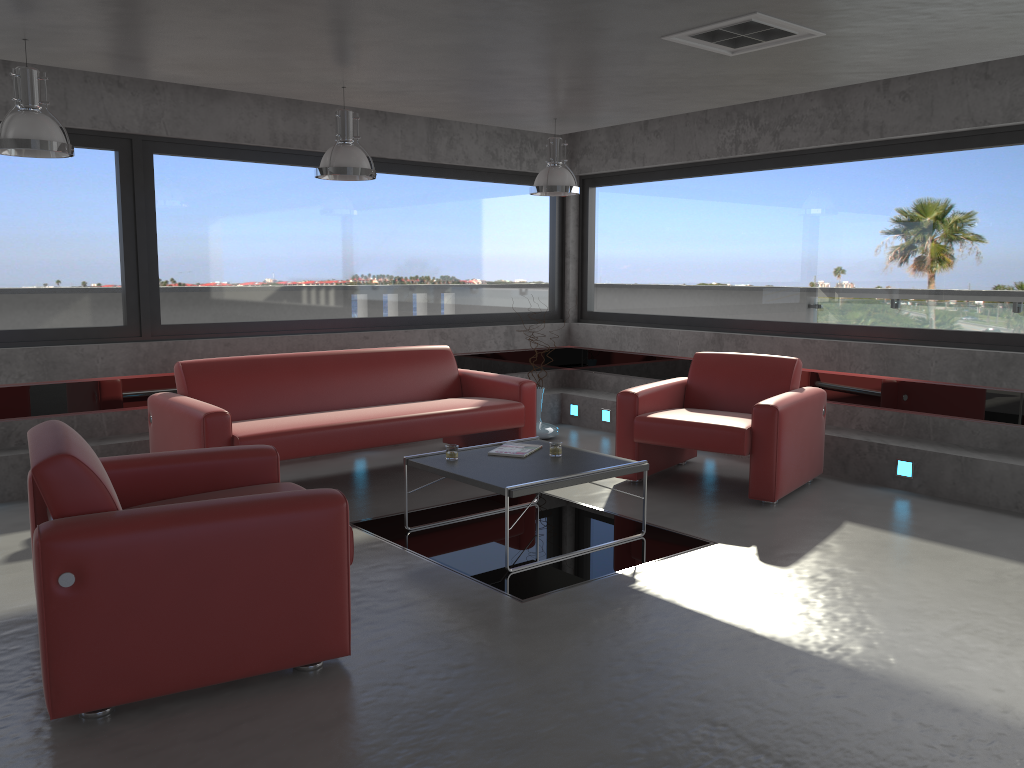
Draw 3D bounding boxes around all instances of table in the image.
[{"bbox_3d":[0.071,0.640,5.064,1.018,0.436,0.994,-6,9,-39],"label":"table"}]

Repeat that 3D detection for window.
[{"bbox_3d":[-2.574,-1.094,6.689,7.800,1.364,0.003,-6,9,-39],"label":"window"},{"bbox_3d":[2.221,-1.169,7.411,0.003,1.364,4.583,-6,9,-39],"label":"window"}]

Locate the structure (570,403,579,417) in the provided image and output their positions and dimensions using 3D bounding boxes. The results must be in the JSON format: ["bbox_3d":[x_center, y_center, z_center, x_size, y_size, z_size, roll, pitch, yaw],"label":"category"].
[{"bbox_3d":[0.607,0.256,8.647,0.004,0.123,0.123,-6,9,-39],"label":"structure"}]

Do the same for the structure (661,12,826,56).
[{"bbox_3d":[1.133,-1.822,4.337,0.563,0.240,0.563,-6,9,-39],"label":"structure"}]

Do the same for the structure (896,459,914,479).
[{"bbox_3d":[2.706,0.584,6.111,0.004,0.123,0.123,-6,9,-39],"label":"structure"}]

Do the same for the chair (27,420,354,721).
[{"bbox_3d":[-1.299,0.573,3.585,1.130,0.854,1.196,-4,8,-29],"label":"chair"}]

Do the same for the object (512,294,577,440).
[{"bbox_3d":[0.243,-0.161,7.989,0.466,1.289,0.531,-3,8,-26],"label":"object"}]

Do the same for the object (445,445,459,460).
[{"bbox_3d":[-0.343,0.391,5.075,0.079,0.077,0.079,5,9,33],"label":"object"}]

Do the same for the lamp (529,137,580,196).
[{"bbox_3d":[0.327,-1.667,6.781,0.388,0.422,0.389,6,9,39],"label":"lamp"}]

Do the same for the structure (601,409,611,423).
[{"bbox_3d":[0.882,0.299,8.315,0.004,0.123,0.123,-6,9,-39],"label":"structure"}]

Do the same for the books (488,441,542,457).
[{"bbox_3d":[0.022,0.390,5.315,0.228,0.022,0.326,3,8,20],"label":"books"}]

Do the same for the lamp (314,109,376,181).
[{"bbox_3d":[-1.064,-1.528,5.648,0.388,0.422,0.389,-6,9,-39],"label":"lamp"}]

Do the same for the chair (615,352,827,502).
[{"bbox_3d":[1.474,0.240,6.290,1.196,0.854,1.130,5,9,35],"label":"chair"}]

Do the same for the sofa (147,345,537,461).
[{"bbox_3d":[-1.110,0.219,6.386,2.626,0.854,1.120,-6,9,-39],"label":"sofa"}]

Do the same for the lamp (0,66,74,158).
[{"bbox_3d":[-2.456,-1.389,4.515,0.388,0.422,0.389,-6,9,-39],"label":"lamp"}]

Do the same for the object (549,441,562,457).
[{"bbox_3d":[0.256,0.380,5.180,0.079,0.077,0.079,-4,8,-31],"label":"object"}]
